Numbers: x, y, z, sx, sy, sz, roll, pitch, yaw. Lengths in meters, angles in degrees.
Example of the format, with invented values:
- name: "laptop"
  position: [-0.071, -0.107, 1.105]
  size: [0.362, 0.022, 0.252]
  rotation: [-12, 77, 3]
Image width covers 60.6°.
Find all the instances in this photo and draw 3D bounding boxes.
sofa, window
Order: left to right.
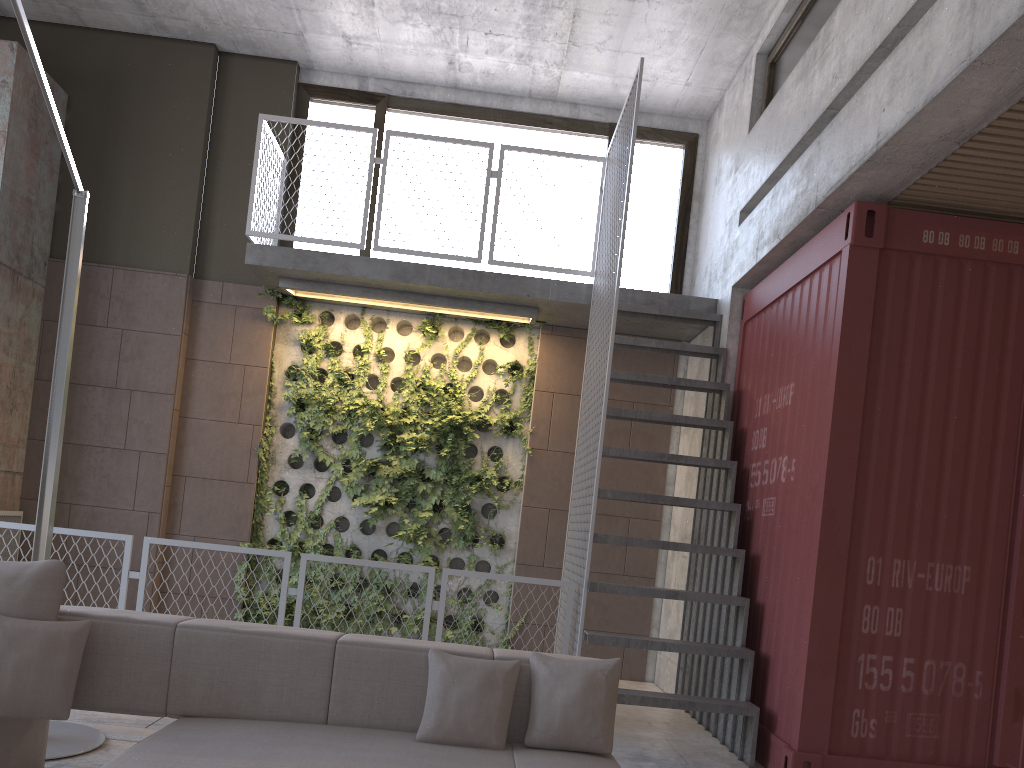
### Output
- name: "sofa"
  position: [-1.052, 1.155, 2.237]
  size: [2.998, 0.778, 3.048]
  rotation: [6, -9, -2]
- name: "window"
  position: [-0.195, -1.565, 7.814]
  size: [3.568, 1.740, 0.110]
  rotation: [6, -1, -2]
- name: "window"
  position: [2.033, -2.808, 2.283]
  size: [0.113, 0.600, 8.540]
  rotation: [6, -9, -1]

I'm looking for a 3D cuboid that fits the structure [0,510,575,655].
- name: "structure"
  position: [-1.890, 1.617, 6.400]
  size: [4.430, 0.927, 1.949]
  rotation: [7, -8, -2]

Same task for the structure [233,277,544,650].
- name: "structure"
  position: [-1.012, 0.900, 7.482]
  size: [2.629, 3.796, 1.009]
  rotation: [6, -1, -2]

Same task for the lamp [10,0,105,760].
- name: "lamp"
  position: [-1.997, -0.063, 3.441]
  size: [0.759, 3.398, 2.640]
  rotation: [6, -4, -14]

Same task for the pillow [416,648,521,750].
- name: "pillow"
  position: [-0.163, 1.216, 3.353]
  size: [0.371, 0.356, 0.188]
  rotation: [6, -3, -3]

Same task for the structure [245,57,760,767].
- name: "structure"
  position: [-0.317, 0.223, 6.397]
  size: [3.686, 4.285, 3.060]
  rotation: [6, -4, -2]

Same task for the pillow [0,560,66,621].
- name: "pillow"
  position: [-1.994, 0.906, 3.263]
  size: [0.563, 0.554, 0.222]
  rotation: [6, -2, 0]

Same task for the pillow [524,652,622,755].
- name: "pillow"
  position: [0.231, 1.228, 3.390]
  size: [0.362, 0.364, 0.189]
  rotation: [6, -3, 3]

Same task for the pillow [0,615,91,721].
- name: "pillow"
  position: [-1.744, 1.021, 3.168]
  size: [0.380, 0.370, 0.169]
  rotation: [9, -3, -29]
